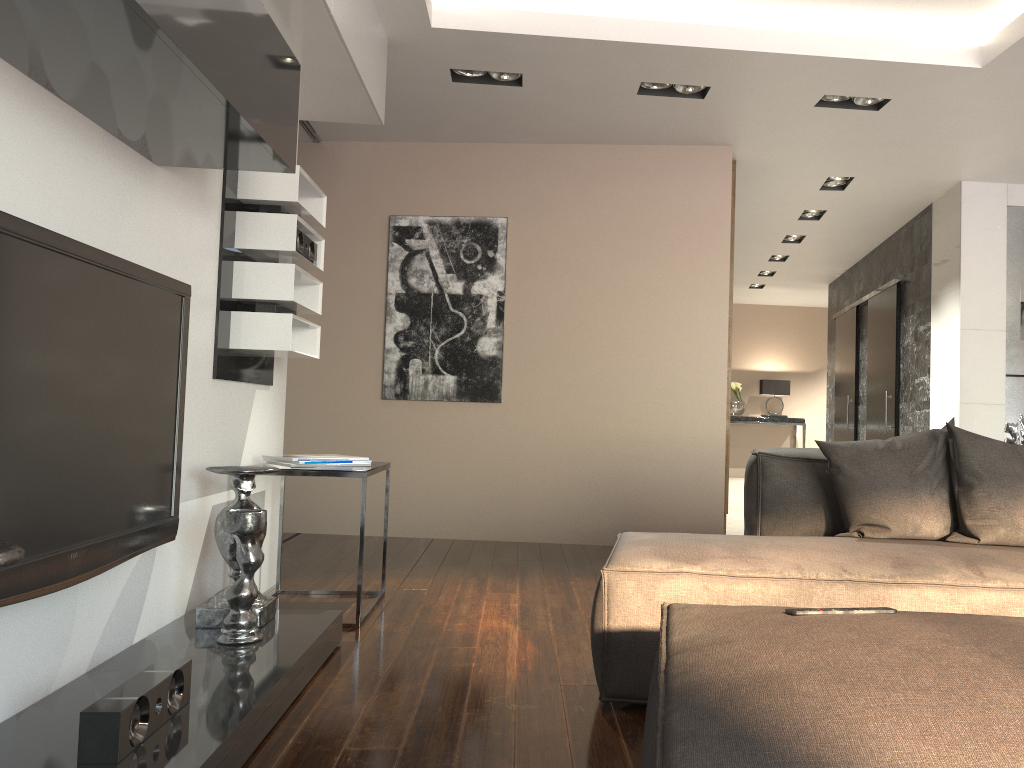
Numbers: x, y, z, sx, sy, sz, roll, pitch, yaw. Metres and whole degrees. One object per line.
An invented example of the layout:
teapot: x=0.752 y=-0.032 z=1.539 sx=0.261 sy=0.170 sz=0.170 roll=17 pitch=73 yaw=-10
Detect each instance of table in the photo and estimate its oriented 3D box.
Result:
table: x=-0.761 y=0.599 z=3.452 sx=0.454 sy=0.563 sz=0.596 roll=2 pitch=-2 yaw=-2
table: x=3.383 y=0.896 z=12.430 sx=1.444 sy=0.866 sz=0.442 roll=2 pitch=-3 yaw=-5

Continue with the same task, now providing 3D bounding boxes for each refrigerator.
refrigerator: x=3.847 y=-0.044 z=6.389 sx=0.881 sy=2.344 sz=0.578 roll=2 pitch=-3 yaw=-4

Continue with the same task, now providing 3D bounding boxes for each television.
television: x=-0.969 y=0.063 z=1.842 sx=0.145 sy=0.715 sz=1.095 roll=2 pitch=-2 yaw=1

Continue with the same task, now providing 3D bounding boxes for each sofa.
sofa: x=1.520 y=0.547 z=2.094 sx=2.706 sy=0.704 sz=2.512 roll=2 pitch=-2 yaw=7

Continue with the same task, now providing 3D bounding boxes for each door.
door: x=3.480 y=0.169 z=8.751 sx=0.127 sy=2.057 sz=2.878 roll=2 pitch=-2 yaw=9

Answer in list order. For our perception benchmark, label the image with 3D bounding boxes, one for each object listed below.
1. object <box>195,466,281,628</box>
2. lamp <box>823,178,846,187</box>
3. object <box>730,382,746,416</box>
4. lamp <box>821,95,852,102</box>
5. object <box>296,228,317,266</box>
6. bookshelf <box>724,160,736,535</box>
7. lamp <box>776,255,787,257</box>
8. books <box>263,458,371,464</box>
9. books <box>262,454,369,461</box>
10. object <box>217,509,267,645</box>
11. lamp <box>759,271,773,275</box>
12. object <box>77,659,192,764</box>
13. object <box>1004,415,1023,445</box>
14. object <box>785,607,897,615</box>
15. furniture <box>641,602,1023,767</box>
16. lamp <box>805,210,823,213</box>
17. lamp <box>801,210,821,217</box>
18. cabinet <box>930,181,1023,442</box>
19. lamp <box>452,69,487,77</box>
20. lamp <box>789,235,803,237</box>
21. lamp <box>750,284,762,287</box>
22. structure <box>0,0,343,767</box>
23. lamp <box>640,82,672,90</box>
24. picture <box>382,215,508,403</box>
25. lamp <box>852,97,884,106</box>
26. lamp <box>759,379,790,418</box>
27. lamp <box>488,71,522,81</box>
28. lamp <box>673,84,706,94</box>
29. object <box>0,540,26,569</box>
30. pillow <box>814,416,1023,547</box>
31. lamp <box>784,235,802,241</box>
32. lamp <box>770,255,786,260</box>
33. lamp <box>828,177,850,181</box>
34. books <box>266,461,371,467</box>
object: x=-0.852 y=0.502 z=2.751 sx=0.225 sy=0.482 sz=0.214 roll=2 pitch=-3 yaw=-9
lamp: x=2.330 y=-1.468 z=6.367 sx=0.167 sy=0.077 sz=0.186 roll=0 pitch=-3 yaw=43
object: x=3.148 y=0.182 z=12.441 sx=0.337 sy=0.546 sz=0.281 roll=3 pitch=-3 yaw=-28
lamp: x=1.728 y=-1.547 z=4.687 sx=0.176 sy=0.077 sz=0.177 roll=2 pitch=-2 yaw=3
object: x=-0.836 y=-0.531 z=3.418 sx=0.072 sy=0.094 sz=0.358 roll=2 pitch=-2 yaw=0
bookshelf: x=1.818 y=-0.091 z=8.969 sx=0.287 sy=2.492 sz=6.621 roll=2 pitch=-2 yaw=9
lamp: x=2.768 y=-1.357 z=9.086 sx=0.177 sy=0.077 sz=0.176 roll=2 pitch=-2 yaw=0
books: x=-0.762 y=0.300 z=3.454 sx=0.239 sy=0.011 sz=0.336 roll=0 pitch=-3 yaw=42
books: x=-0.770 y=0.289 z=3.452 sx=0.336 sy=0.011 sz=0.239 roll=4 pitch=-3 yaw=-43
object: x=-0.775 y=0.551 z=2.540 sx=0.125 sy=0.372 sz=0.120 roll=2 pitch=-3 yaw=-8
lamp: x=2.953 y=-1.311 z=10.229 sx=0.175 sy=0.077 sz=0.179 roll=2 pitch=-2 yaw=7
object: x=-0.765 y=0.663 z=1.811 sx=0.072 sy=0.094 sz=0.358 roll=2 pitch=-2 yaw=0
object: x=2.153 y=0.273 z=3.724 sx=0.299 sy=0.288 sz=0.270 roll=3 pitch=-3 yaw=-33
object: x=0.629 y=0.434 z=1.683 sx=0.210 sy=0.015 sz=0.050 roll=2 pitch=-2 yaw=-5
furniture: x=0.745 y=0.627 z=1.366 sx=1.082 sy=0.440 sz=1.109 roll=2 pitch=-2 yaw=7
lamp: x=2.456 y=-1.436 z=7.154 sx=0.167 sy=0.077 sz=0.186 roll=0 pitch=-3 yaw=42
lamp: x=2.484 y=-1.429 z=7.332 sx=0.167 sy=0.077 sz=0.186 roll=0 pitch=-3 yaw=43
cabinet: x=5.280 y=-0.185 z=3.426 sx=4.480 sy=2.502 sz=6.870 roll=2 pitch=-2 yaw=-1
lamp: x=-0.216 y=-1.615 z=4.496 sx=0.176 sy=0.077 sz=0.177 roll=2 pitch=-2 yaw=3
lamp: x=2.612 y=-1.397 z=8.116 sx=0.177 sy=0.077 sz=0.176 roll=2 pitch=-2 yaw=0
lamp: x=3.103 y=-1.271 z=11.189 sx=0.175 sy=0.077 sz=0.179 roll=2 pitch=-2 yaw=7
structure: x=-0.793 y=-0.084 z=1.534 sx=0.482 sy=1.767 sz=2.866 roll=2 pitch=-2 yaw=0
lamp: x=0.750 y=-1.581 z=4.591 sx=0.176 sy=0.077 sz=0.177 roll=2 pitch=-2 yaw=3
picture: x=-0.417 y=-0.475 z=5.529 sx=0.746 sy=1.166 sz=0.029 roll=2 pitch=-3 yaw=4
lamp: x=1.909 y=-1.541 z=4.705 sx=0.186 sy=0.077 sz=0.167 roll=3 pitch=-3 yaw=-38
lamp: x=3.719 y=0.210 z=12.462 sx=0.402 sy=0.528 sz=0.284 roll=2 pitch=-3 yaw=-4
lamp: x=-0.035 y=-1.608 z=4.514 sx=0.180 sy=0.077 sz=0.174 roll=2 pitch=-2 yaw=-8
lamp: x=0.932 y=-1.575 z=4.609 sx=0.180 sy=0.077 sz=0.174 roll=2 pitch=-2 yaw=-8
object: x=-0.780 y=0.449 z=1.124 sx=0.245 sy=0.475 sz=0.234 roll=3 pitch=-3 yaw=-11
pillow: x=2.064 y=0.327 z=2.546 sx=1.113 sy=0.431 sz=1.988 roll=4 pitch=-3 yaw=-40
lamp: x=2.641 y=-1.390 z=8.294 sx=0.175 sy=0.077 sz=0.179 roll=2 pitch=-2 yaw=7
lamp: x=2.797 y=-1.350 z=9.265 sx=0.175 sy=0.077 sz=0.179 roll=2 pitch=-2 yaw=7
lamp: x=2.301 y=-1.476 z=6.188 sx=0.167 sy=0.077 sz=0.186 roll=0 pitch=-3 yaw=42
books: x=-0.758 y=0.311 z=3.446 sx=0.336 sy=0.011 sz=0.239 roll=3 pitch=-3 yaw=-38
